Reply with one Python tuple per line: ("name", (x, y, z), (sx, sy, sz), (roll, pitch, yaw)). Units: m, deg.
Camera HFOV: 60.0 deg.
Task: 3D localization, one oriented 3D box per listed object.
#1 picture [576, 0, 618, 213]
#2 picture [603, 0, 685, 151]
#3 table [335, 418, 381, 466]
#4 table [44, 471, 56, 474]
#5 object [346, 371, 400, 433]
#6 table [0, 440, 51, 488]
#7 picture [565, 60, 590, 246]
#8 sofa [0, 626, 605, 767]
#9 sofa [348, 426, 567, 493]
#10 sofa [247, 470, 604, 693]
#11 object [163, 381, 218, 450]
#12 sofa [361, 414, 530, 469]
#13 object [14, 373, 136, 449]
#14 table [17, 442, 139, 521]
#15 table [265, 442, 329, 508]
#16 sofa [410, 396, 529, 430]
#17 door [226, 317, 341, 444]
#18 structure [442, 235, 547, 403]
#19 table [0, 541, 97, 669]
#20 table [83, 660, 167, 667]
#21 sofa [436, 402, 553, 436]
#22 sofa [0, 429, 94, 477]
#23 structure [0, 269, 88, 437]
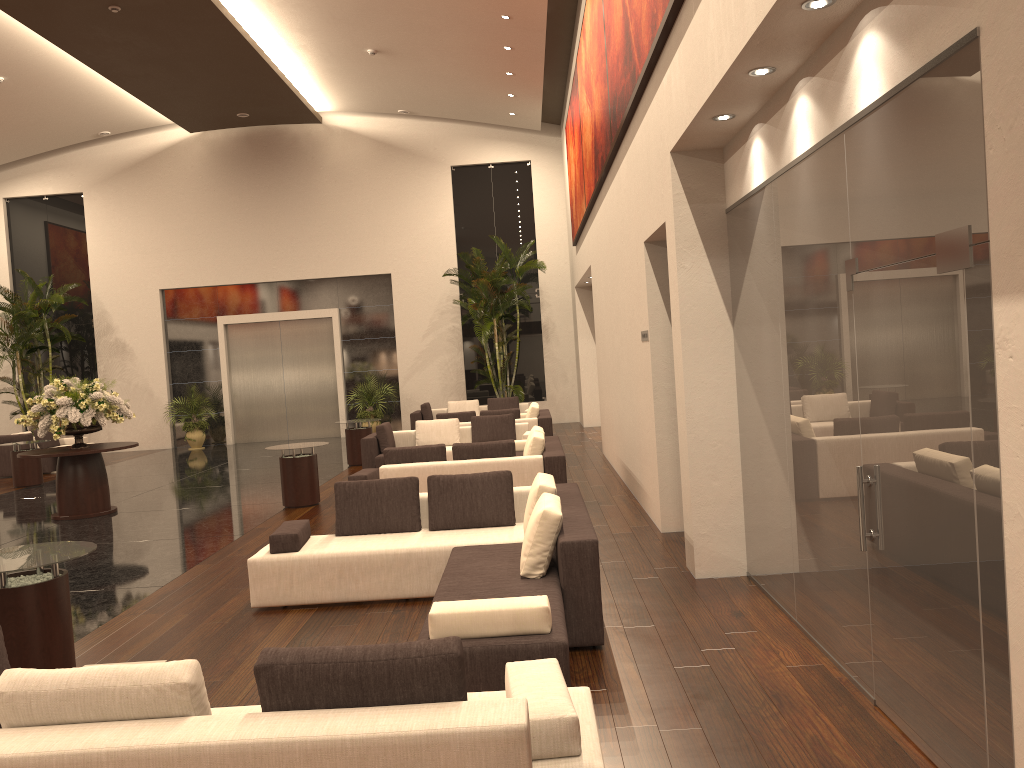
("picture", (1.128, -3.985, 12.261), (0.070, 2.526, 4.515), (-4, 2, 1))
("picture", (1.043, -3.826, 7.747), (0.070, 2.526, 4.515), (-4, 2, 1))
("table", (-2.762, 1.062, 16.071), (0.833, 0.795, 0.844), (-5, 2, -38))
("table", (-9.448, 1.600, 18.446), (0.400, 0.460, 0.400), (-4, 2, 1))
("object", (-3.490, 0.479, 21.676), (1.297, 1.682, 1.373), (-2, 2, 39))
("table", (-8.864, 1.466, 16.200), (0.833, 0.795, 0.844), (-5, 2, -38))
("picture", (1.213, -4.144, 16.780), (0.070, 2.526, 4.515), (-4, 2, 1))
("sofa", (-1.092, 1.348, 3.400), (2.846, 0.862, 1.291), (-4, 2, 1))
("sofa", (-0.653, 1.049, 11.348), (2.586, 0.862, 3.366), (-4, 2, 1))
("sofa", (-0.736, 1.236, 6.001), (2.586, 0.862, 3.366), (-4, 2, 1))
("object", (-7.811, 0.763, 21.820), (1.297, 1.682, 1.373), (-3, 2, 34))
("sofa", (-0.893, 0.976, 13.970), (2.846, 0.862, 1.291), (-4, 2, 1))
("object", (-5.963, 0.335, 12.179), (1.453, 1.097, 1.402), (-6, 3, -43))
("table", (-5.922, 1.342, 12.216), (1.498, 0.921, 1.498), (-4, 2, -8))
("table", (-2.815, 1.212, 11.751), (0.833, 0.795, 0.844), (-5, 2, -38))
("sofa", (-0.786, 0.777, 19.638), (2.846, 0.862, 1.291), (-4, 2, 1))
("door", (-5.797, -0.085, 22.571), (2.767, 3.048, 0.040), (-4, 2, 1))
("structure", (-0.263, -1.184, 21.050), (2.436, 4.611, 2.531), (-5, 2, -27))
("table", (-2.935, 1.437, 5.364), (0.833, 0.795, 0.844), (-2, 3, 40))
("table", (-1.848, 1.578, 4.081), (0.400, 0.460, 0.400), (-4, 2, 1))
("sofa", (-0.546, 0.850, 17.016), (2.586, 0.862, 3.366), (-4, 2, 1))
("sofa", (-10.103, 1.414, 19.237), (1.291, 0.862, 2.846), (-4, 2, 1))
("structure", (-11.462, -0.447, 21.429), (2.436, 4.611, 2.531), (-5, 2, -27))
